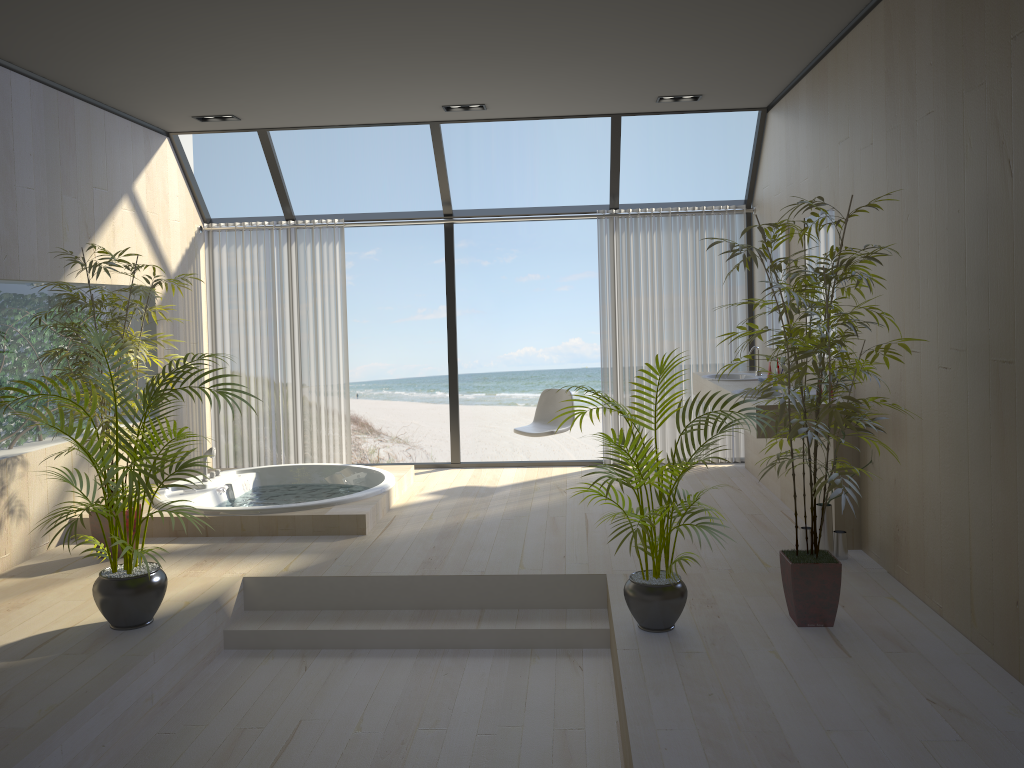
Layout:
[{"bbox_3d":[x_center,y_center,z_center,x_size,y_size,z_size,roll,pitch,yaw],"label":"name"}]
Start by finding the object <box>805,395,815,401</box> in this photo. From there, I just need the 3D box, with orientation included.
[{"bbox_3d":[1.648,0.077,4.819,0.104,0.029,0.033,3,5,44],"label":"object"}]

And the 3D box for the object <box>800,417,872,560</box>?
[{"bbox_3d":[1.682,0.527,4.533,0.407,0.748,0.274,-2,2,-8],"label":"object"}]

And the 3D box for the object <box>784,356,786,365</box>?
[{"bbox_3d":[1.827,-0.100,5.985,0.054,0.175,0.012,-1,2,29],"label":"object"}]

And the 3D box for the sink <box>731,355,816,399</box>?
[{"bbox_3d":[1.554,0.040,5.235,0.504,0.418,0.575,-1,4,7],"label":"sink"}]

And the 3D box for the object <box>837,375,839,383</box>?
[{"bbox_3d":[1.749,0.004,4.782,0.054,0.175,0.012,-1,2,29],"label":"object"}]

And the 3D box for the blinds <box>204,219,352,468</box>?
[{"bbox_3d":[-1.941,-0.319,7.388,1.182,2.067,0.084,-1,1,4],"label":"blinds"}]

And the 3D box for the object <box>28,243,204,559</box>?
[{"bbox_3d":[-2.305,0.092,4.971,0.786,1.753,0.937,0,2,29],"label":"object"}]

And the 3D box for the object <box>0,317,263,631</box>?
[{"bbox_3d":[-1.617,0.367,3.849,1.065,1.343,0.875,-2,2,-8],"label":"object"}]

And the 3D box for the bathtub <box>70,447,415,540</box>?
[{"bbox_3d":[-1.722,0.794,6.139,1.821,0.697,1.652,-1,4,4],"label":"bathtub"}]

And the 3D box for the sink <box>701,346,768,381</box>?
[{"bbox_3d":[1.631,-0.064,6.438,0.504,0.418,0.575,-1,4,7],"label":"sink"}]

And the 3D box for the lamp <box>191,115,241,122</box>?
[{"bbox_3d":[-2.131,-1.966,6.380,0.301,0.112,0.164,-1,4,4],"label":"lamp"}]

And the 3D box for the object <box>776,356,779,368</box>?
[{"bbox_3d":[1.793,-0.099,5.971,0.012,0.178,0.050,0,2,43],"label":"object"}]

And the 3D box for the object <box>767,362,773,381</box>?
[{"bbox_3d":[1.772,-0.083,6.085,0.039,0.134,0.039,-3,2,-38],"label":"object"}]

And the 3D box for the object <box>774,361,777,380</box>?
[{"bbox_3d":[1.844,-0.093,6.174,0.039,0.134,0.039,-3,2,-38],"label":"object"}]

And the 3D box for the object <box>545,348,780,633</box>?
[{"bbox_3d":[0.530,0.415,3.625,0.916,1.155,0.752,1,3,37],"label":"object"}]

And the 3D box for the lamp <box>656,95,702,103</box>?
[{"bbox_3d":[1.160,-2.038,6.166,0.301,0.112,0.164,-1,4,4],"label":"lamp"}]

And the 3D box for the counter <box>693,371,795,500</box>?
[{"bbox_3d":[1.692,0.346,6.479,0.550,0.789,1.209,-1,4,4],"label":"counter"}]

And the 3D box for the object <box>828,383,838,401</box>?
[{"bbox_3d":[1.737,0.045,4.791,0.058,0.100,0.059,-1,2,14],"label":"object"}]

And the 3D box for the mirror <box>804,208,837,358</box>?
[{"bbox_3d":[1.863,-0.596,5.318,0.023,0.867,0.655,-1,3,4],"label":"mirror"}]

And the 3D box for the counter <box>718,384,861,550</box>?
[{"bbox_3d":[1.614,0.450,5.276,0.550,0.789,1.209,-1,4,4],"label":"counter"}]

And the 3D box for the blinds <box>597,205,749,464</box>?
[{"bbox_3d":[1.306,-0.391,7.177,1.182,2.067,0.084,-1,1,4],"label":"blinds"}]

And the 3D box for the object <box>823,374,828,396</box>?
[{"bbox_3d":[1.767,0.011,4.970,0.039,0.134,0.039,-3,2,-45],"label":"object"}]

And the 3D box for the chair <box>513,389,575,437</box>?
[{"bbox_3d":[0.265,0.228,6.909,0.369,0.347,0.455,0,4,32],"label":"chair"}]

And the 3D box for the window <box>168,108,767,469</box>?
[{"bbox_3d":[-0.330,-0.680,7.081,4.559,2.809,0.746,-1,2,4],"label":"window"}]

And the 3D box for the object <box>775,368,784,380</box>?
[{"bbox_3d":[1.814,-0.059,5.994,0.058,0.100,0.058,-1,2,11],"label":"object"}]

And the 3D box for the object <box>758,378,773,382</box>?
[{"bbox_3d":[1.725,-0.027,6.022,0.104,0.029,0.033,3,5,44],"label":"object"}]

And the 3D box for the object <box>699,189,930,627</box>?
[{"bbox_3d":[1.271,0.108,3.610,0.786,1.753,0.937,0,2,29],"label":"object"}]

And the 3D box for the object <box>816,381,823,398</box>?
[{"bbox_3d":[1.695,0.021,4.882,0.039,0.134,0.039,-3,2,-45],"label":"object"}]

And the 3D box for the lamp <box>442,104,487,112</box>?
[{"bbox_3d":[-0.337,-2.005,6.263,0.301,0.112,0.164,-1,4,4],"label":"lamp"}]

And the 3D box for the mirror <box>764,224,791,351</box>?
[{"bbox_3d":[1.902,-0.684,6.354,0.023,0.867,0.655,-1,3,4],"label":"mirror"}]
